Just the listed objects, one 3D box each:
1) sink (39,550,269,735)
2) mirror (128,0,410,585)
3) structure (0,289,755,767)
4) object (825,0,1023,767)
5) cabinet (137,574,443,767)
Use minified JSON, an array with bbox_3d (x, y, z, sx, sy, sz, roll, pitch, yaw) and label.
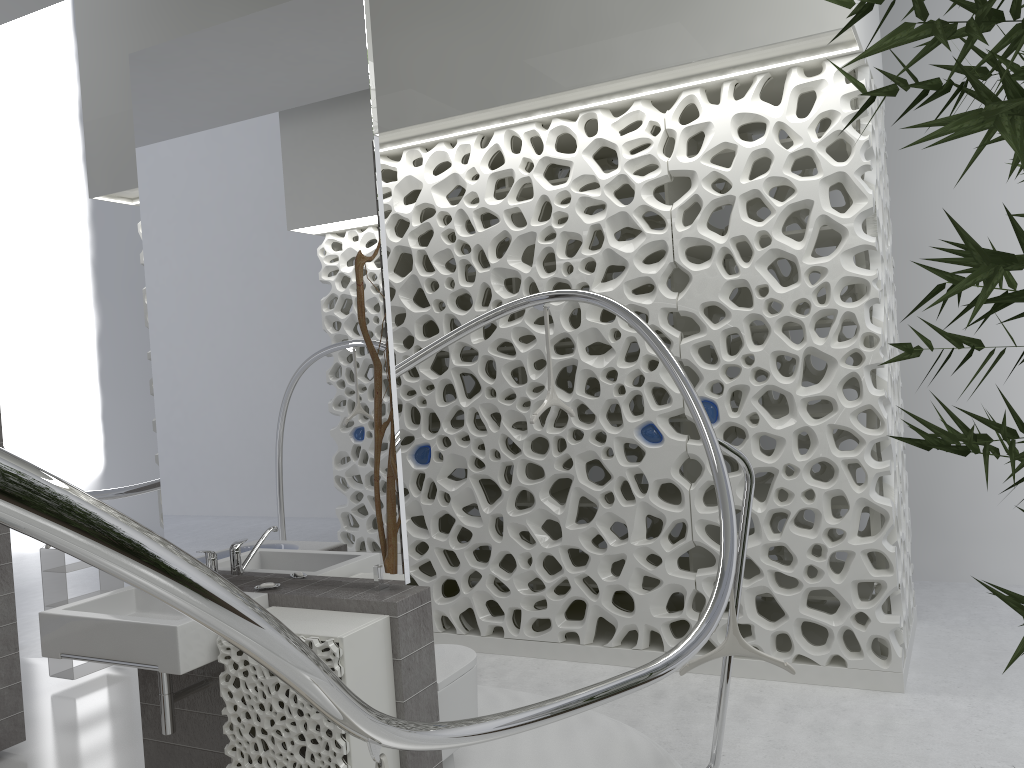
[{"bbox_3d":[-1.172,0.883,3.021,0.650,0.598,0.478,-4,1,27],"label":"sink"},{"bbox_3d":[-0.898,-0.300,3.151,1.100,1.980,0.030,-4,1,27],"label":"mirror"},{"bbox_3d":[-2.190,0.769,2.698,5.250,2.080,5.433,-4,1,22],"label":"structure"},{"bbox_3d":[0.728,-0.331,0.722,4.664,4.038,4.097,-4,1,-14],"label":"object"},{"bbox_3d":[-0.879,1.128,3.014,1.200,0.870,0.461,-4,1,27],"label":"cabinet"}]
